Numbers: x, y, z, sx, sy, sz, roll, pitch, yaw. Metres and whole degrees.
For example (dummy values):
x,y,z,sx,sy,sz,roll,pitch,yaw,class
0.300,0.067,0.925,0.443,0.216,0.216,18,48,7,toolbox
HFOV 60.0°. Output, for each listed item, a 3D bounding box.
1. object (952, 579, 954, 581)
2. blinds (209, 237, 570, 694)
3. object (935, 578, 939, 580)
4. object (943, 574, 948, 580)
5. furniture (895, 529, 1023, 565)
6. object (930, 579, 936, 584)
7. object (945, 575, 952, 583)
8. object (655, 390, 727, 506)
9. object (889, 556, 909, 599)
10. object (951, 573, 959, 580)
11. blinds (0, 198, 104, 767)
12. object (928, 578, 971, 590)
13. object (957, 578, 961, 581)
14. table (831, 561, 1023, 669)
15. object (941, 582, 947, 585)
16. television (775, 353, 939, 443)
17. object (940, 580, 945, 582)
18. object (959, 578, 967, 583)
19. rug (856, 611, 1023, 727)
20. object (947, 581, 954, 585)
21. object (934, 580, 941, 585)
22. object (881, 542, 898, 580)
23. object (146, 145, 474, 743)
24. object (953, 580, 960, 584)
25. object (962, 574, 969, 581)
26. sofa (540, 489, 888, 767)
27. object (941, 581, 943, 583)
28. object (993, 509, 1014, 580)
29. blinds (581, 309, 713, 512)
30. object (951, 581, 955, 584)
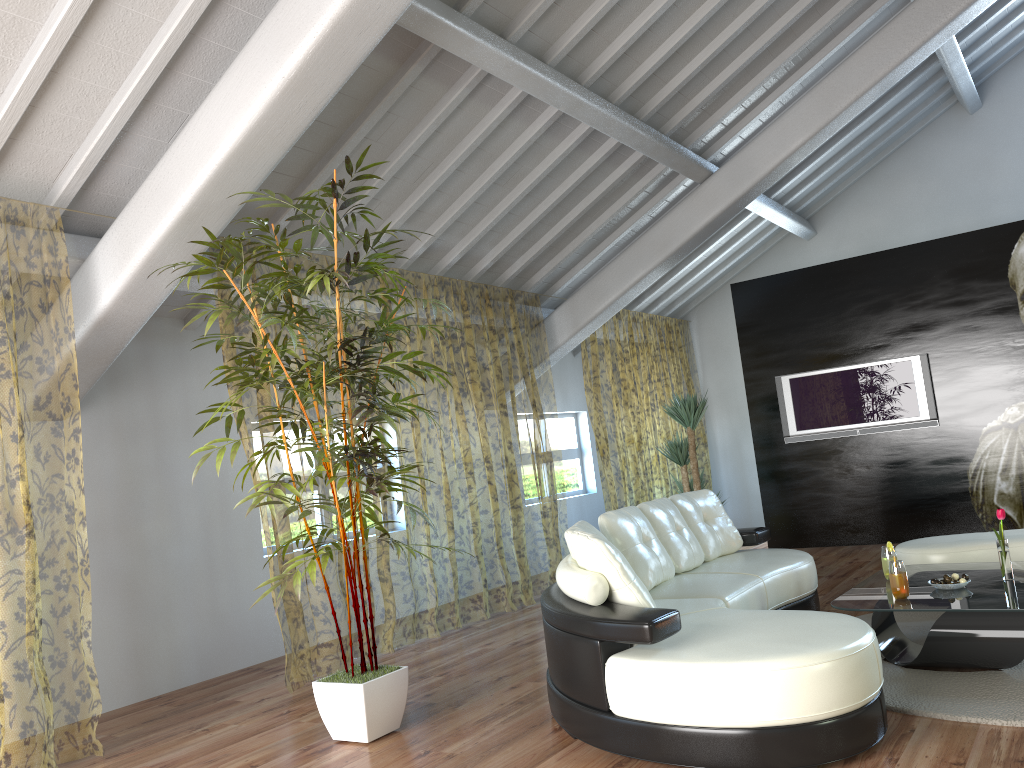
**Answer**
x,y,z,sx,sy,sz,roll,pitch,yaw,class
2.017,0.907,4.054,0.031,0.032,0.030,-10,-6,30,object
-0.578,0.455,6.257,0.306,2.546,3.505,-10,-6,33,blinds
1.946,0.908,4.071,0.031,0.030,0.032,-5,-6,-23,object
1.992,0.887,4.060,0.030,0.031,0.031,-11,-6,36,object
2.827,1.053,5.125,1.134,0.367,0.596,-8,-5,16,furniture
1.926,0.905,4.048,0.032,0.031,0.030,-12,-7,42,object
1.969,0.881,4.002,0.030,0.034,0.030,-8,-5,15,object
1.545,0.841,7.659,0.564,1.586,0.588,-5,-6,-23,object
1.708,0.854,3.924,0.081,0.192,0.075,-5,-6,-21,object
2.018,0.878,4.038,0.032,0.032,0.029,-7,-5,-2,object
-2.955,0.412,2.665,0.306,2.546,3.505,-10,-6,33,blinds
1.989,0.911,4.031,0.178,0.031,0.178,-9,-6,26,object
2.041,0.898,4.040,0.031,0.031,0.032,-12,-7,43,object
2.204,1.046,4.023,1.201,0.290,1.201,-11,-6,36,table
1.956,0.911,4.009,0.031,0.030,0.032,-7,-5,-4,object
3.102,0.147,8.063,1.336,0.639,0.044,-10,-6,33,television
1.976,0.913,4.068,0.031,0.031,0.030,-4,-6,-29,object
2.038,0.893,4.005,0.030,0.032,0.032,-11,-6,36,object
2.417,1.172,3.976,2.307,0.020,2.313,-7,-5,4,rug
1.968,0.901,3.979,0.032,0.031,0.031,-8,-5,10,object
1.928,0.902,4.017,0.032,0.031,0.031,-4,-6,-28,object
1.877,0.878,4.409,0.075,0.192,0.081,-11,-7,38,object
-0.718,0.294,3.925,1.399,2.473,1.177,-4,-6,-32,object
2.015,0.905,4.022,0.032,0.030,0.032,-6,-5,-8,object
2.056,0.877,4.023,0.030,0.033,0.030,-8,-5,13,object
0.892,0.997,4.386,1.359,0.805,3.047,-8,-5,12,sofa
1.956,0.914,4.041,0.032,0.029,0.032,-6,-5,-4,object
2.248,0.736,4.075,0.069,0.323,0.060,-8,-5,10,object
1.499,0.493,9.401,0.306,2.546,2.780,-10,-6,33,blinds
1.988,0.906,4.005,0.032,0.030,0.031,-10,-6,31,object
